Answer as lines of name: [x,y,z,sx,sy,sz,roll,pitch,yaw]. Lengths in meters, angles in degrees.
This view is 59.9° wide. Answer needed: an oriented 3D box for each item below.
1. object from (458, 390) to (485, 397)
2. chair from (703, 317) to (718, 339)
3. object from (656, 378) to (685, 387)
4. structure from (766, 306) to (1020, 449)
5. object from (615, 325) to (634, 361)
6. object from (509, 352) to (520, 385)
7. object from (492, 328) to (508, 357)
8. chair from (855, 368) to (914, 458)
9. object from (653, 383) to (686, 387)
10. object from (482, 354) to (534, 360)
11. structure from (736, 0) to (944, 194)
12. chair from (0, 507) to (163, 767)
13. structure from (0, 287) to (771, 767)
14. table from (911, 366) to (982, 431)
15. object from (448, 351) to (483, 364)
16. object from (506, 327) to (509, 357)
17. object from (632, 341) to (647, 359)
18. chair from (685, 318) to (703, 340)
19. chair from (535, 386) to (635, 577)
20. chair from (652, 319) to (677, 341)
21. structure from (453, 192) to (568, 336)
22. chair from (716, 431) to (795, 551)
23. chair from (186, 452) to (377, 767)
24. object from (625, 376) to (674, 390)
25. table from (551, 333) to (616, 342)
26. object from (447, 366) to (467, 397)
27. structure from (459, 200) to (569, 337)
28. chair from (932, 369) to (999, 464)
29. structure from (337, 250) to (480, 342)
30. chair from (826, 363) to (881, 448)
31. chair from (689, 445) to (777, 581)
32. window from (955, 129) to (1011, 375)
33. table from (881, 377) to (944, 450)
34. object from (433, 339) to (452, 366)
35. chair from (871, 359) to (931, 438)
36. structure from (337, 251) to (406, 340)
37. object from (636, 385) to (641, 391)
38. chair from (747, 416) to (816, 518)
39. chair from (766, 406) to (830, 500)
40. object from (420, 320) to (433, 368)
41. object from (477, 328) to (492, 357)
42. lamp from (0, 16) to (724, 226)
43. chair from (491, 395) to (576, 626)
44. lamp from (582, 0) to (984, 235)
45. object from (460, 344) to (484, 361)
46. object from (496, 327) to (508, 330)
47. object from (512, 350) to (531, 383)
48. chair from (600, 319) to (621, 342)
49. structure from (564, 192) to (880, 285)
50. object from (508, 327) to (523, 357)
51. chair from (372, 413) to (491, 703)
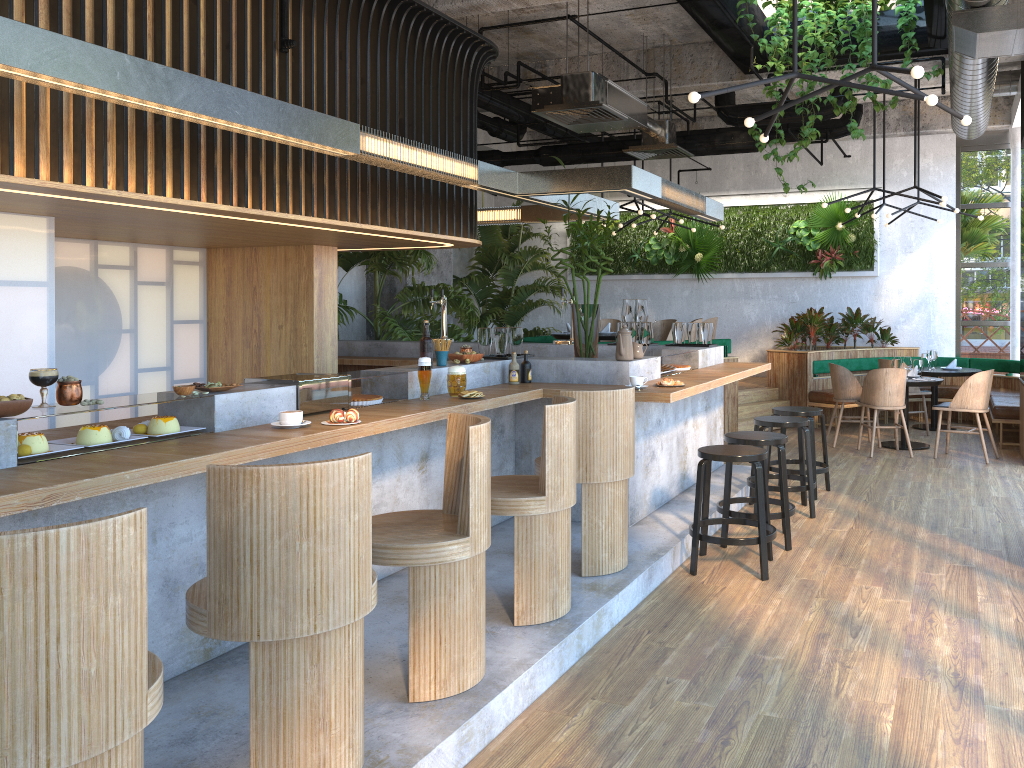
object: [-0.224,0.057,4.875,0.148,0.041,0.093,-3,5,-32]
chair: [2.794,-0.537,13.216,0.538,0.921,0.516,1,2,25]
object: [0.994,-0.014,5.601,0.158,0.052,0.158,-2,5,-20]
structure: [-0.248,0.437,3.944,5.831,1.544,20.877,2,5,26]
object: [0.732,-0.268,5.769,0.119,0.234,0.213,0,3,-5]
object: [0.013,-0.104,5.756,0.071,0.209,0.069,0,1,-8]
object: [-0.079,-0.273,5.983,0.109,0.209,0.102,-1,1,-20]
chair: [3.908,0.275,9.322,0.494,0.921,0.562,0,2,5]
object: [0.994,0.006,5.593,0.215,0.013,0.198,-3,6,-29]
object: [-0.056,-0.188,6.105,0.263,0.018,0.454,2,6,26]
structure: [2.646,-2.973,8.299,3.106,2.341,1.546,-2,3,-29]
chair: [-1.070,0.752,1.949,0.523,0.967,0.572,1,2,35]
structure: [-1.963,0.196,5.677,5.648,1.724,7.398,2,5,25]
table: [5.346,0.187,11.236,1.113,0.748,1.090,-1,4,-6]
object: [-0.304,-0.167,5.537,0.185,0.073,0.236,4,6,45]
object: [-0.066,-0.296,6.248,0.109,0.209,0.102,-1,1,-20]
object: [0.844,-0.227,5.946,0.096,0.119,0.091,1,3,34]
chair: [2.337,-0.440,12.122,0.554,0.921,0.501,0,1,5]
chair: [0.398,0.495,4.862,0.564,0.967,0.532,-1,2,-18]
chair: [1.769,-0.332,10.897,0.583,0.921,0.475,-1,2,-35]
structure: [-0.219,-1.462,13.714,1.391,3.353,2.116,1,2,40]
chair: [1.612,0.686,5.872,0.503,0.694,0.528,0,2,16]
chair: [-0.691,0.686,2.699,0.548,0.967,0.547,0,2,0]
object: [0.894,-0.014,5.484,0.434,0.072,0.175,-3,5,-31]
table: [1.013,-0.224,10.604,1.083,0.748,1.121,1,4,11]
object: [-0.315,-0.015,4.966,0.108,0.171,0.141,0,2,19]
structure: [0.121,-1.385,14.012,1.842,3.249,1.675,0,2,23]
chair: [4.607,0.299,9.025,0.532,0.921,0.521,1,2,40]
structure: [-1.440,-1.169,10.480,2.004,3.126,3.029,1,3,37]
chair: [3.813,0.223,9.915,0.554,0.921,0.501,0,1,5]
chair: [1.309,0.739,5.273,0.499,0.694,0.531,1,2,21]
window: [0.745,-2.001,3.509,4.003,6.475,21.130,1,4,27]
table: [4.331,0.313,9.791,0.774,0.744,0.827,1,3,22]
object: [-0.415,-0.189,5.296,0.107,0.161,0.104,-1,2,-30]
chair: [4.676,0.154,10.685,0.575,0.921,0.482,-1,2,-20]
structure: [-1.984,-1.011,10.226,1.314,2.971,1.566,1,2,33]
object: [0.759,0.023,5.318,0.029,0.027,0.137,0,5,5]
chair: [2.035,0.612,6.714,0.504,0.694,0.526,0,2,14]
chair: [2.367,0.554,7.373,0.491,0.694,0.539,1,3,39]
object: [-0.497,-0.233,5.142,0.078,0.276,0.072,-1,1,-29]
object: [-0.185,-0.276,6.020,0.109,0.209,0.102,-1,1,-20]
lamp: [-1.691,-2.290,5.373,4.832,2.126,6.969,1,5,20]
chair: [0.027,0.558,4.154,0.561,0.967,0.534,-1,2,-15]
lamp: [-0.539,-2.300,3.782,4.918,1.817,19.620,2,5,26]
object: [-0.260,-0.203,5.753,0.158,0.106,0.088,-1,3,-20]
object: [-0.078,-0.284,6.119,0.110,0.209,0.101,-1,2,-30]
object: [0.055,-0.112,5.820,0.171,0.214,0.067,-2,2,-40]
chair: [1.204,-0.366,11.295,0.494,0.921,0.562,0,2,5]
structure: [3.059,-2.259,13.646,4.889,1.489,0.841,2,2,22]
object: [0.025,-0.291,6.197,0.109,0.209,0.102,-1,1,-20]
chair: [-0.356,0.624,3.400,0.574,0.967,0.522,-2,2,-41]
